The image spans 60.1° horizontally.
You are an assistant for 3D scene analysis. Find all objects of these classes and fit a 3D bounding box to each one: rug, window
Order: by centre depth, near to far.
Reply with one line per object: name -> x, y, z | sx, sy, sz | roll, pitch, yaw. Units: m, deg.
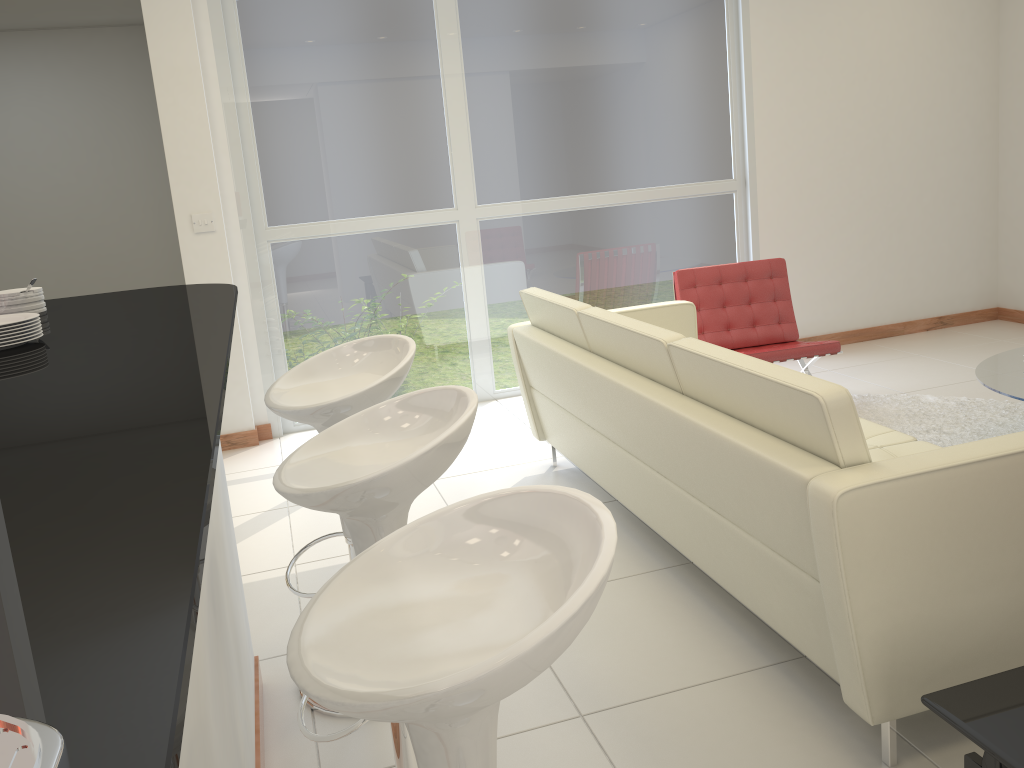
rug -> 2.020, 0.449, 3.577 | 2.447, 0.004, 3.360 | -9, 14, -13
window -> 0.020, -1.249, 5.689 | 3.440, 2.686, 0.122 | -9, 11, -15

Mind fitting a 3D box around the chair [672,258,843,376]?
chair -> 1.383, -0.263, 5.074 | 0.701, 0.808, 0.713 | -7, 12, -10

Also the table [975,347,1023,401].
table -> 2.768, 0.135, 3.741 | 1.541, 0.400, 1.333 | -9, 14, -16

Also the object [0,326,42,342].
object -> -1.084, -0.093, 1.825 | 0.210, 0.015, 0.212 | 2, 15, 28

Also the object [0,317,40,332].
object -> -1.086, -0.113, 1.821 | 0.210, 0.015, 0.212 | 2, 15, 28

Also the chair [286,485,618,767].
chair -> -0.051, 0.691, 1.245 | 0.465, 1.010, 0.462 | -6, 11, -4

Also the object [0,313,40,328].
object -> -1.087, -0.120, 1.820 | 0.210, 0.015, 0.212 | 2, 15, 28

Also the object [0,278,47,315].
object -> -1.351, -0.237, 2.402 | 0.140, 0.096, 0.174 | -10, 14, -22

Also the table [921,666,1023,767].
table -> 1.330, 0.798, 1.517 | 0.918, 0.418, 0.707 | -9, 13, -15

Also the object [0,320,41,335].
object -> -1.086, -0.106, 1.822 | 0.210, 0.015, 0.212 | 2, 15, 28

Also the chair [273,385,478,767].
chair -> -0.256, 0.543, 1.939 | 0.465, 1.010, 0.462 | -6, 11, -4

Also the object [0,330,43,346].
object -> -1.084, -0.086, 1.826 | 0.210, 0.015, 0.212 | 2, 15, 28

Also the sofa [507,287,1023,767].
sofa -> 0.826, 0.161, 3.278 | 1.003, 0.912, 2.589 | -9, 13, -15

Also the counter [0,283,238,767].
counter -> -0.831, 0.014, 1.403 | 0.737, 0.019, 2.992 | -9, 14, -15

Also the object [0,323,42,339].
object -> -1.085, -0.100, 1.823 | 0.210, 0.015, 0.212 | 2, 15, 28

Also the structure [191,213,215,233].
structure -> -1.758, -0.918, 5.042 | 0.114, 0.103, 0.013 | -9, 11, -15

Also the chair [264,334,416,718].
chair -> -0.464, 0.396, 2.633 | 0.467, 1.010, 0.459 | -11, 12, -29

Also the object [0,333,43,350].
object -> -1.083, -0.079, 1.827 | 0.210, 0.015, 0.212 | 2, 15, 28

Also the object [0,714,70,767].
object -> -0.355, 0.052, 0.304 | 0.321, 0.333, 0.323 | -9, 12, -15
